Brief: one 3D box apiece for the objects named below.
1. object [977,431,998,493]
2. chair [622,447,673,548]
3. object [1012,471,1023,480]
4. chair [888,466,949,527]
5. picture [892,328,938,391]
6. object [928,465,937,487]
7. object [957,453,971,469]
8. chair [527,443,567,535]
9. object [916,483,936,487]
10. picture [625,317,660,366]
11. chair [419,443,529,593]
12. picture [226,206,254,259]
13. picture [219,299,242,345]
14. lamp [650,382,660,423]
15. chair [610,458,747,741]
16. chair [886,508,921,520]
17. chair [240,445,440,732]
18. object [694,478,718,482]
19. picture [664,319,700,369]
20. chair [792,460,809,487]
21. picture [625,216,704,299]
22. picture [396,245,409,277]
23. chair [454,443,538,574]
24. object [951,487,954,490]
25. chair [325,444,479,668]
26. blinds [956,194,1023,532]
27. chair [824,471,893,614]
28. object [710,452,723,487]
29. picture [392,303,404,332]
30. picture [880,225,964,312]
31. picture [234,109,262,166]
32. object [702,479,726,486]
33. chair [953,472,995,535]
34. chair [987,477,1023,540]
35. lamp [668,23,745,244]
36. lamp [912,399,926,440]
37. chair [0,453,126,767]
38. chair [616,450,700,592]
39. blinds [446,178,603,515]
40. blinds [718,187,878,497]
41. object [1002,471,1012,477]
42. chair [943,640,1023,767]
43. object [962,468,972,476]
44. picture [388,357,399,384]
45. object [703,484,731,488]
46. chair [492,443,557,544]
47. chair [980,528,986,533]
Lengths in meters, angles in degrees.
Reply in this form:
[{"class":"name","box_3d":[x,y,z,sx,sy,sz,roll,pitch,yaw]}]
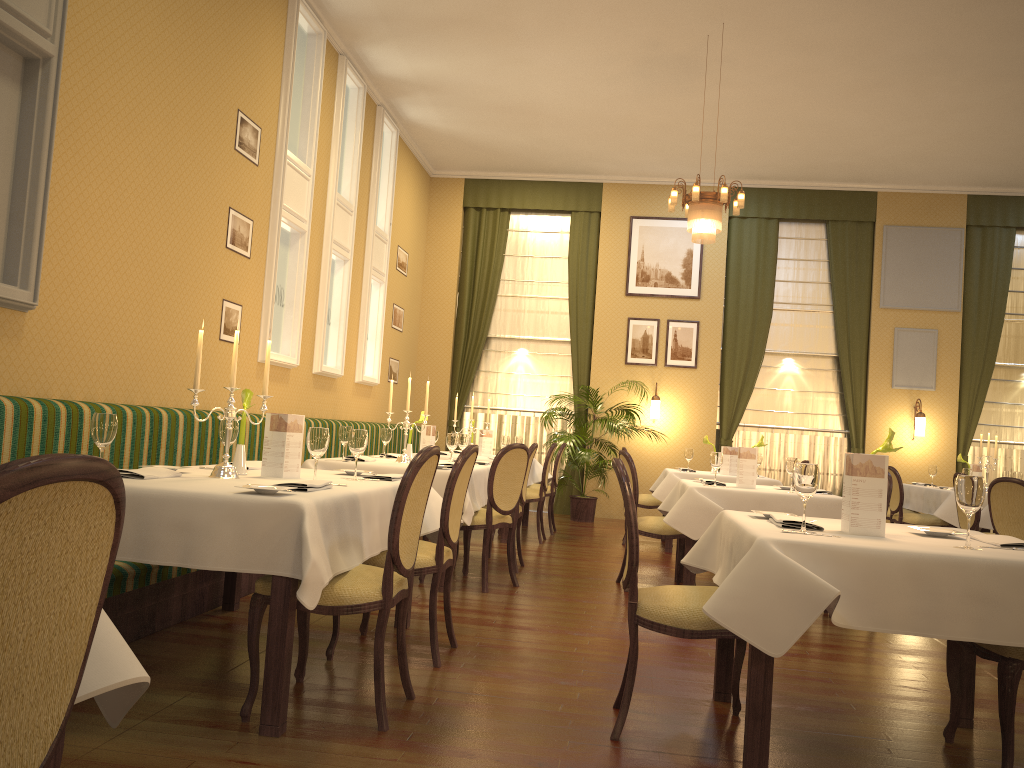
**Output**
[{"class":"object","box_3d":[4.793,0.767,8.929,0.390,0.655,0.131,6,-4,-27]},{"class":"chair","box_3d":[1.362,1.129,8.894,0.571,0.955,0.530,4,-3,8]},{"class":"object","box_3d":[5.025,0.987,8.819,0.088,0.229,0.088,6,-4,-34]},{"class":"chair","box_3d":[3.999,1.310,8.801,0.571,0.955,0.530,4,-3,8]},{"class":"picture","box_3d":[5.048,-0.312,11.106,0.512,0.769,0.027,4,-3,8]},{"class":"object","box_3d":[4.476,0.982,9.438,0.088,0.229,0.088,6,-4,-34]},{"class":"object","box_3d":[4.667,0.906,9.126,0.163,0.375,0.076,2,-4,29]},{"class":"chair","box_3d":[0.259,1.077,9.359,0.571,0.955,0.530,4,-3,8]},{"class":"object","box_3d":[4.507,1.096,9.635,0.142,0.033,0.273,4,-3,8]},{"class":"picture","box_3d":[1.700,-0.551,11.564,0.412,0.619,0.022,4,-3,8]},{"class":"chair","box_3d":[-0.221,0.852,5.886,0.571,0.955,0.530,2,-4,33]},{"class":"picture","box_3d":[-1.976,-1.092,6.443,0.008,0.294,0.401,4,-3,8]},{"class":"picture","box_3d":[-2.024,-0.444,6.389,0.008,0.294,0.313,4,-3,8]},{"class":"lamp","box_3d":[1.815,0.234,11.343,0.114,0.513,0.323,4,-3,-3]},{"class":"chair","box_3d":[0.620,0.765,3.215,0.571,0.955,0.530,4,-3,8]},{"class":"chair","box_3d":[4.099,1.359,9.565,0.571,0.955,0.530,4,-3,8]},{"class":"chair","box_3d":[-0.581,0.678,3.183,0.571,0.955,0.530,4,-3,8]},{"class":"object","box_3d":[1.410,0.706,6.444,0.160,0.024,0.160,4,-3,8]},{"class":"picture","box_3d":[2.203,-0.519,11.496,0.412,0.619,0.022,4,-3,8]},{"class":"chair","box_3d":[2.584,1.204,8.678,0.571,0.955,0.530,4,-3,8]},{"class":"picture","box_3d":[2.000,-1.656,11.592,0.966,1.057,0.027,4,-3,8]},{"class":"picture","box_3d":[-1.347,-1.510,10.910,0.008,0.294,0.504,4,-3,8]},{"class":"chair","box_3d":[-0.121,0.904,6.693,0.571,0.955,0.530,4,-3,8]},{"class":"object","box_3d":[4.418,1.037,8.670,0.142,0.033,0.273,4,-3,8]},{"class":"chair","box_3d":[-0.472,0.732,4.010,0.571,0.955,0.530,4,-3,8]},{"class":"blinds","box_3d":[6.505,-0.194,10.970,1.876,4.537,0.129,4,-3,8]},{"class":"chair","box_3d":[2.241,1.034,6.038,0.571,0.955,0.530,5,-3,-12]},{"class":"object","box_3d":[1.374,0.574,5.978,0.088,0.229,0.088,7,-4,-40]},{"class":"picture","box_3d":[-1.397,-0.808,10.871,0.008,0.294,0.504,4,-3,8]},{"class":"picture","box_3d":[5.163,-1.457,11.165,0.966,1.057,0.027,4,-3,8]},{"class":"picture","box_3d":[-1.926,-1.794,6.481,0.008,0.294,0.401,4,-3,8]},{"class":"object","box_3d":[1.405,0.688,6.174,0.142,0.033,0.273,4,-3,8]},{"class":"chair","box_3d":[3.753,1.189,6.920,0.571,0.955,0.530,4,-3,8]},{"class":"chair","box_3d":[3.646,1.141,6.177,0.571,0.955,0.530,5,-3,-17]},{"class":"lamp","box_3d":[1.639,-2.066,7.350,0.593,1.796,0.593,4,-3,5]},{"class":"lamp","box_3d":[4.975,0.433,10.918,0.114,0.513,0.323,4,-3,-3]},{"class":"chair","box_3d":[-0.852,0.545,1.097,0.571,0.955,0.530,4,-3,8]},{"class":"chair","box_3d":[1.012,0.958,6.234,0.571,0.955,0.530,4,-3,-2]},{"class":"blinds","box_3d":[0.150,-0.594,11.836,1.934,4.537,0.225,4,-3,7]},{"class":"blinds","box_3d":[3.619,-0.376,11.359,1.878,4.537,0.129,4,-3,8]},{"class":"object","box_3d":[5.172,1.022,9.275,0.088,0.229,0.088,6,-4,-34]},{"class":"chair","box_3d":[1.842,0.839,2.999,0.571,0.955,0.530,4,-3,8]},{"class":"object","box_3d":[4.344,0.920,8.469,0.088,0.229,0.088,6,-4,-34]},{"class":"picture","box_3d":[-1.444,-0.160,10.822,0.008,0.294,0.437,4,-3,8]},{"class":"object","box_3d":[1.364,0.678,5.888,0.185,0.010,0.017,4,-3,9]},{"class":"chair","box_3d":[0.117,1.022,8.530,0.571,0.955,0.530,4,-3,8]},{"class":"chair","box_3d":[5.320,1.433,9.349,0.571,0.955,0.530,4,-3,8]}]
